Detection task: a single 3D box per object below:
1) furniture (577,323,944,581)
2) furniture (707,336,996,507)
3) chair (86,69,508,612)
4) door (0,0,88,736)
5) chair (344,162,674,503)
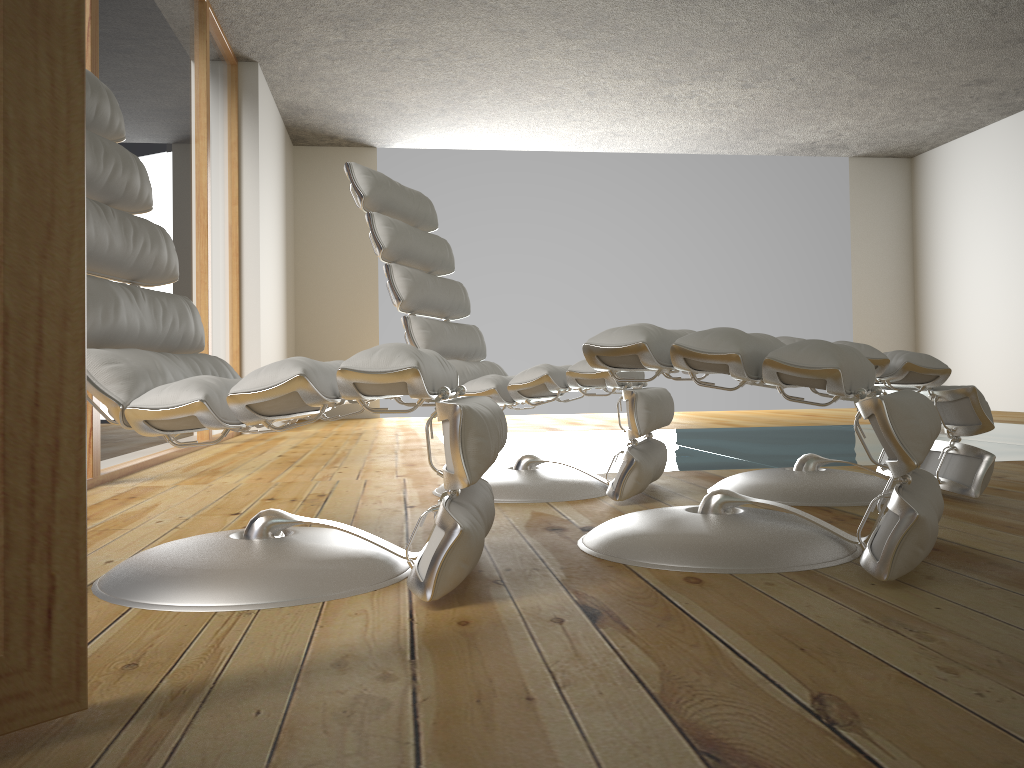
[{"bbox_3d":[0.463,0.099,1.748,0.686,0.440,0.569,-1,0,28],"label":"furniture"},{"bbox_3d":[0.899,0.088,2.525,0.686,0.440,0.569,-1,0,-1],"label":"furniture"},{"bbox_3d":[-0.474,-0.151,1.589,0.914,0.969,0.569,-1,-1,2],"label":"chair"},{"bbox_3d":[-0.744,-0.880,0.554,0.163,2.419,0.934,-2,-2,37],"label":"door"},{"bbox_3d":[0.008,-0.165,2.682,0.914,0.969,0.569,-1,-1,17],"label":"chair"}]
